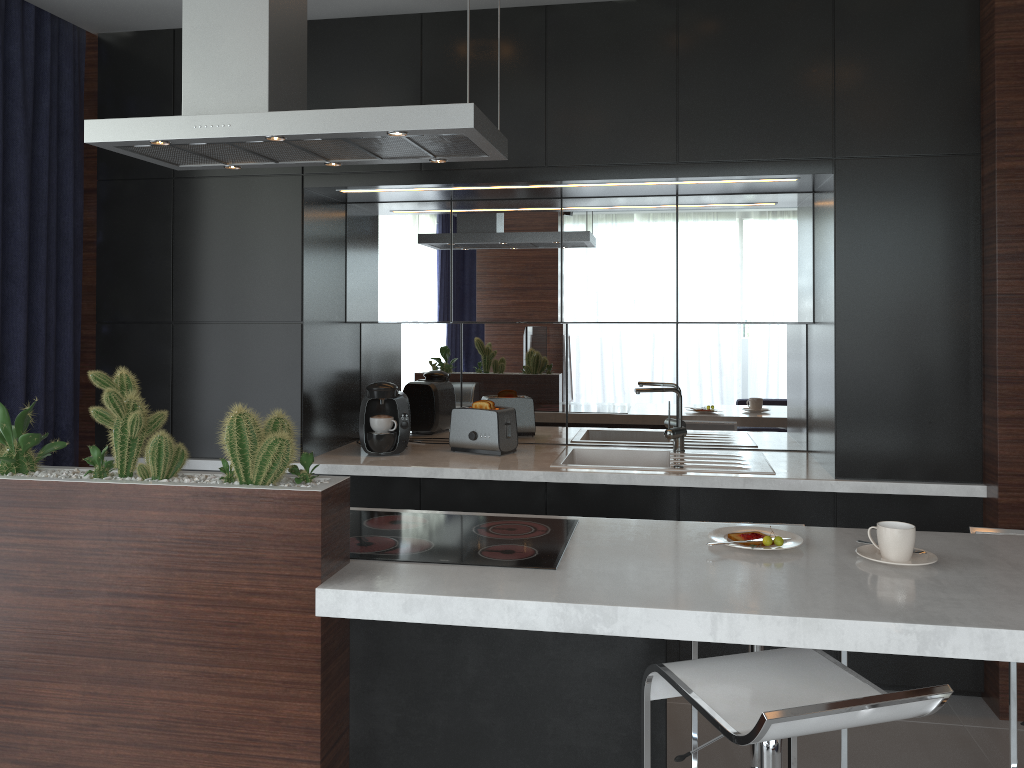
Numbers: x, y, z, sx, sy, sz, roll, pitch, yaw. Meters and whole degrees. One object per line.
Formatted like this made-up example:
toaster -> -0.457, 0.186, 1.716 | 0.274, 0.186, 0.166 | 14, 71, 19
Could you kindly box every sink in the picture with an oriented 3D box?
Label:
sink -> 0.612, 0.276, 3.624 | 0.853, 0.493, 0.504 | 1, 2, 10

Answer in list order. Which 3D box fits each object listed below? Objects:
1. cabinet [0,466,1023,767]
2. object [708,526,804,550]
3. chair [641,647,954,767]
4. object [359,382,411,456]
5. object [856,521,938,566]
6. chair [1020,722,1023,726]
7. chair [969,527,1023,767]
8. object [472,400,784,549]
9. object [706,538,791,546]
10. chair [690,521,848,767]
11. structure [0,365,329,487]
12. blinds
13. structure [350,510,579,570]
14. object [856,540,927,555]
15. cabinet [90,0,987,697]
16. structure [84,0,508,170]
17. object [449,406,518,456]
cabinet -> 0.251, -0.095, 2.189 | 3.334, 2.553, 0.786 | 1, 0, 10
object -> 0.629, 0.405, 2.285 | 0.238, 0.019, 0.239 | -1, 5, -17
chair -> 0.503, 0.864, 1.680 | 0.396, 0.709, 0.464 | 0, 1, -17
object -> -0.546, 0.141, 3.811 | 0.215, 0.312, 0.270 | 0, 1, -5
object -> 0.925, 0.383, 2.126 | 0.182, 0.086, 0.182 | -1, 3, -13
chair -> 1.199, 0.864, 1.683 | 0.396, 0.709, 0.464 | 0, 1, 28
chair -> 1.450, 0.803, 2.283 | 0.396, 0.740, 0.464 | 0, 1, 16
object -> 0.262, 0.242, 3.038 | 0.140, 0.221, 1.882 | 0, 4, -25
object -> 0.600, 0.398, 2.243 | 0.249, 0.008, 0.026 | -2, 4, -21
chair -> 0.661, 0.795, 2.376 | 0.396, 0.740, 0.464 | 0, 1, 6
structure -> -0.912, 0.100, 2.113 | 1.000, 0.286, 0.223 | 1, 1, 13
blinds -> 0.885, -0.050, 0.151 | 7.135, 2.771, 5.812 | 1, 4, 14
structure -> -0.228, 0.416, 2.360 | 0.763, 0.057, 0.505 | 1, 4, 10
object -> 0.937, 0.407, 2.183 | 0.165, 0.012, 0.036 | 3, 5, 36
cabinet -> 0.005, -0.214, 3.739 | 3.478, 2.555, 0.705 | 1, 0, 10
structure -> -0.565, -1.016, 2.437 | 1.044, 0.760, 0.447 | 1, 1, 10
object -> -0.126, 0.199, 3.820 | 0.260, 0.195, 0.176 | 2, 2, 31
